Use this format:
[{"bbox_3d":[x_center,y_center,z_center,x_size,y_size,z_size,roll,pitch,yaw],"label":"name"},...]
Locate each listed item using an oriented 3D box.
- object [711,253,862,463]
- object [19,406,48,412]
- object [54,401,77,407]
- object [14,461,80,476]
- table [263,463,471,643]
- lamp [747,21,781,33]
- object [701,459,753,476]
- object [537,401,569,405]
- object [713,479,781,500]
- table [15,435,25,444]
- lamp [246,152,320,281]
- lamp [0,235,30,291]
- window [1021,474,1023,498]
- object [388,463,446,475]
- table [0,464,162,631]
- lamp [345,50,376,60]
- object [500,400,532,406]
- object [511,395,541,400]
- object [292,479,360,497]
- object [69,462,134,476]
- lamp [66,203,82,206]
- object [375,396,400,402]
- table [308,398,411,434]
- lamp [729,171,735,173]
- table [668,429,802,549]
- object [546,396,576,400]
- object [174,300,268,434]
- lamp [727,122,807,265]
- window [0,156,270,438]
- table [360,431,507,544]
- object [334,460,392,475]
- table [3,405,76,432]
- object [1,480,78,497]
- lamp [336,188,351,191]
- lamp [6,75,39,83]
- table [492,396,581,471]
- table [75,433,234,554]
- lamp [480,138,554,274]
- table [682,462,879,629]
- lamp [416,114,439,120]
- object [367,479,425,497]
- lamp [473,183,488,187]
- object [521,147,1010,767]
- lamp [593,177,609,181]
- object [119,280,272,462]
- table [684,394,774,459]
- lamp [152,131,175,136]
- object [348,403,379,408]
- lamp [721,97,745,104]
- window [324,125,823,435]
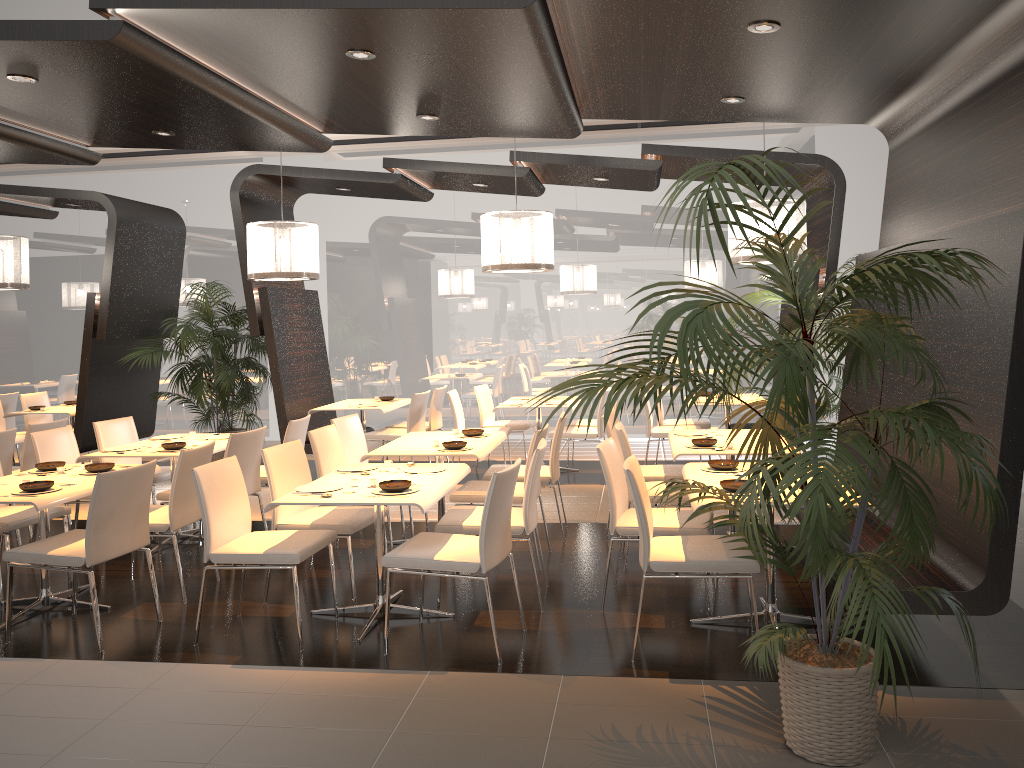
[{"bbox_3d":[2.466,-0.058,7.383,1.504,2.060,1.564,-1,1,22],"label":"object"},{"bbox_3d":[-5.152,0.268,9.607,0.303,0.044,0.365,-1,4,7],"label":"object"},{"bbox_3d":[-5.069,0.223,10.209,0.303,0.044,0.365,-1,4,2],"label":"object"},{"bbox_3d":[-2.793,0.508,5.371,0.303,0.044,0.365,-1,4,7],"label":"object"},{"bbox_3d":[-0.707,0.882,4.747,0.800,0.725,1.150,-1,3,8],"label":"table"},{"bbox_3d":[1.271,-1.815,4.464,0.161,0.050,0.162,-1,4,14],"label":"lamp"},{"bbox_3d":[1.177,0.446,4.779,0.303,0.044,0.365,-1,4,7],"label":"object"},{"bbox_3d":[0.405,0.178,8.855,0.335,0.038,0.377,-2,4,-3],"label":"object"},{"bbox_3d":[1.100,0.491,4.177,0.303,0.044,0.365,-1,4,7],"label":"object"},{"bbox_3d":[-4.468,0.833,6.821,0.800,0.725,1.150,-1,3,8],"label":"table"},{"bbox_3d":[-2.079,-1.906,7.972,0.626,1.931,0.627,-2,0,36],"label":"lamp"},{"bbox_3d":[-4.956,-1.860,8.391,0.627,1.931,0.626,-2,0,-20],"label":"lamp"},{"bbox_3d":[3.918,-1.047,6.981,0.070,3.976,6.595,-2,3,8],"label":"window"},{"bbox_3d":[-0.546,0.473,5.079,0.335,0.038,0.377,-2,4,-3],"label":"object"},{"bbox_3d":[-2.661,0.913,5.031,0.800,0.725,1.150,-1,3,8],"label":"table"},{"bbox_3d":[-0.817,-1.791,4.768,0.161,0.050,0.162,-1,4,14],"label":"lamp"},{"bbox_3d":[0.035,0.189,8.836,0.335,0.038,0.378,-1,4,2],"label":"object"},{"bbox_3d":[0.152,0.144,9.434,0.335,0.038,0.378,-1,4,2],"label":"object"},{"bbox_3d":[-0.946,0.525,4.499,0.335,0.038,0.378,-1,4,2],"label":"object"},{"bbox_3d":[-2.494,0.504,5.322,0.303,0.044,0.365,-1,4,7],"label":"object"},{"bbox_3d":[-4.910,-2.021,9.899,0.161,0.056,0.162,-1,4,3],"label":"lamp"},{"bbox_3d":[-1.393,0.163,9.695,0.303,0.044,0.365,-1,4,7],"label":"object"},{"bbox_3d":[-1.582,0.571,9.426,0.800,0.725,1.150,-1,3,8],"label":"table"},{"bbox_3d":[2.174,-2.134,8.868,0.161,0.056,0.162,-1,4,3],"label":"lamp"},{"bbox_3d":[1.475,0.740,5.926,0.800,0.725,1.150,-1,3,8],"label":"table"},{"bbox_3d":[0.509,0.132,9.463,0.335,0.038,0.377,-2,4,-3],"label":"object"},{"bbox_3d":[-3.289,-0.139,10.633,1.506,2.060,1.561,-2,1,-30],"label":"object"},{"bbox_3d":[2.103,-1.972,7.363,0.626,1.931,0.627,-2,0,40],"label":"lamp"},{"bbox_3d":[-6.454,-1.161,12.403,6.576,3.982,0.070,-1,0,8],"label":"window"},{"bbox_3d":[-0.375,0.769,6.211,1.052,0.725,1.150,-1,3,8],"label":"table"},{"bbox_3d":[-0.858,0.479,5.107,0.335,0.038,0.378,-1,4,2],"label":"object"},{"bbox_3d":[-4.918,0.626,9.893,0.800,0.725,1.150,-1,3,8],"label":"table"},{"bbox_3d":[-2.552,0.547,4.731,0.303,0.044,0.365,-1,4,7],"label":"object"},{"bbox_3d":[-1.804,-2.097,9.447,0.160,0.054,0.161,-1,4,14],"label":"lamp"},{"bbox_3d":[-2.800,-1.759,5.057,0.161,0.050,0.162,-1,4,14],"label":"lamp"},{"bbox_3d":[0.286,0.542,9.142,0.800,0.725,1.150,-1,3,8],"label":"table"},{"bbox_3d":[-2.482,0.803,6.514,0.800,0.725,1.150,-1,3,8],"label":"table"},{"bbox_3d":[0.028,-1.939,7.665,0.626,1.931,0.627,-2,0,36],"label":"lamp"},{"bbox_3d":[1.295,0.851,4.445,0.800,0.725,1.150,-1,3,8],"label":"table"},{"bbox_3d":[-0.599,-1.903,6.263,0.161,0.050,0.162,-1,4,14],"label":"lamp"},{"bbox_3d":[-0.612,0.515,4.465,0.303,0.044,0.365,-1,4,7],"label":"object"},{"bbox_3d":[-0.330,-2.094,9.232,0.161,0.056,0.162,-1,4,3],"label":"lamp"},{"bbox_3d":[1.032,0.282,3.141,1.506,2.060,1.560,-2,1,-36],"label":"object"},{"bbox_3d":[0.912,-2.113,9.051,0.161,0.056,0.162,-1,4,3],"label":"lamp"},{"bbox_3d":[-3.227,-0.062,9.529,1.561,2.060,1.506,-1,1,2],"label":"object"},{"bbox_3d":[2.166,0.513,8.861,0.800,0.725,1.150,-1,3,8],"label":"table"},{"bbox_3d":[-2.582,-1.871,6.551,0.160,0.050,0.161,-1,4,3],"label":"lamp"},{"bbox_3d":[-1.536,0.209,9.137,0.335,0.038,0.377,-2,4,-3],"label":"object"},{"bbox_3d":[1.489,-1.928,5.958,0.161,0.050,0.162,-1,4,14],"label":"lamp"},{"bbox_3d":[0.668,-1.274,11.366,6.576,3.982,0.070,-1,0,8],"label":"window"}]
